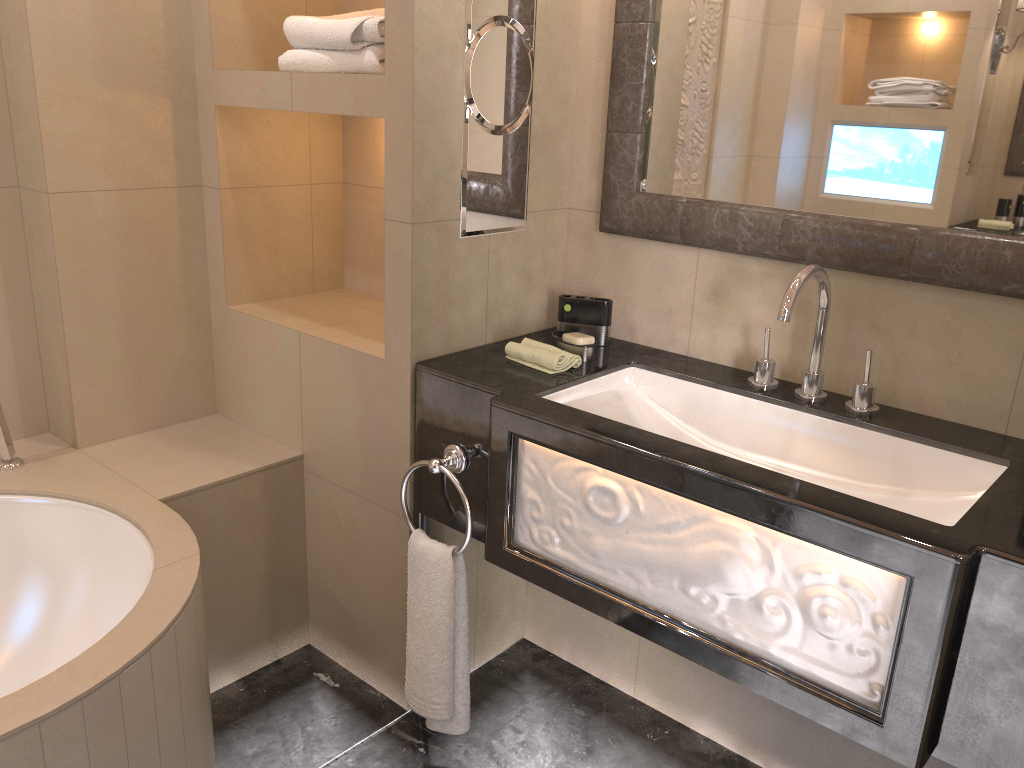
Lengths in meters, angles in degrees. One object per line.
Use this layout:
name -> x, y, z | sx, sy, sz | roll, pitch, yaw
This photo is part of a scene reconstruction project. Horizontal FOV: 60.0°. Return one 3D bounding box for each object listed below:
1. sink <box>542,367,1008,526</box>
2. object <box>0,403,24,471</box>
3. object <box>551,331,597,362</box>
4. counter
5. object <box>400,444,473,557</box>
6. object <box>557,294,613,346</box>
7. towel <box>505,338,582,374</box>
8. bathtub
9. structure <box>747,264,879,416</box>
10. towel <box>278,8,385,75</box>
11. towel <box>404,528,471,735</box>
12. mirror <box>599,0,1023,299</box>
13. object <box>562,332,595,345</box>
sink -> 0.423, 0.147, 1.572 | 0.760, 0.135, 0.349 | 17, 23, 38
object -> -1.130, 0.061, 1.939 | 0.059, 0.280, 0.114 | 1, 18, -4
object -> 0.134, -0.083, 1.925 | 0.080, 0.035, 0.133 | -8, 21, -30
counter -> 0.424, 0.474, 1.698 | 1.330, 0.858, 0.543 | 17, 23, 38
object -> -0.139, 0.234, 1.782 | 0.203, 0.226, 0.074 | 17, 23, 38
object -> 0.163, -0.144, 2.005 | 0.124, 0.104, 0.038 | 7, 19, 14
towel -> 0.064, -0.063, 1.850 | 0.096, 0.039, 0.149 | -13, 24, -40
bathtub -> -1.395, 0.699, 1.267 | 1.060, 0.540, 2.662 | 17, 23, 38
structure -> 0.548, -0.100, 1.661 | 0.242, 0.268, 0.223 | -2, 19, -14
towel -> -1.321, -0.731, 0.814 | 0.517, 0.726, 3.195 | 17, 23, 38
towel -> -0.168, 0.527, 1.853 | 0.173, 0.455, 0.116 | 10, 19, 21
mirror -> 0.651, -0.840, 1.466 | 1.130, 1.320, 0.040 | 17, 23, 38
object -> 0.143, -0.097, 1.902 | 0.051, 0.022, 0.077 | -7, 21, -28
